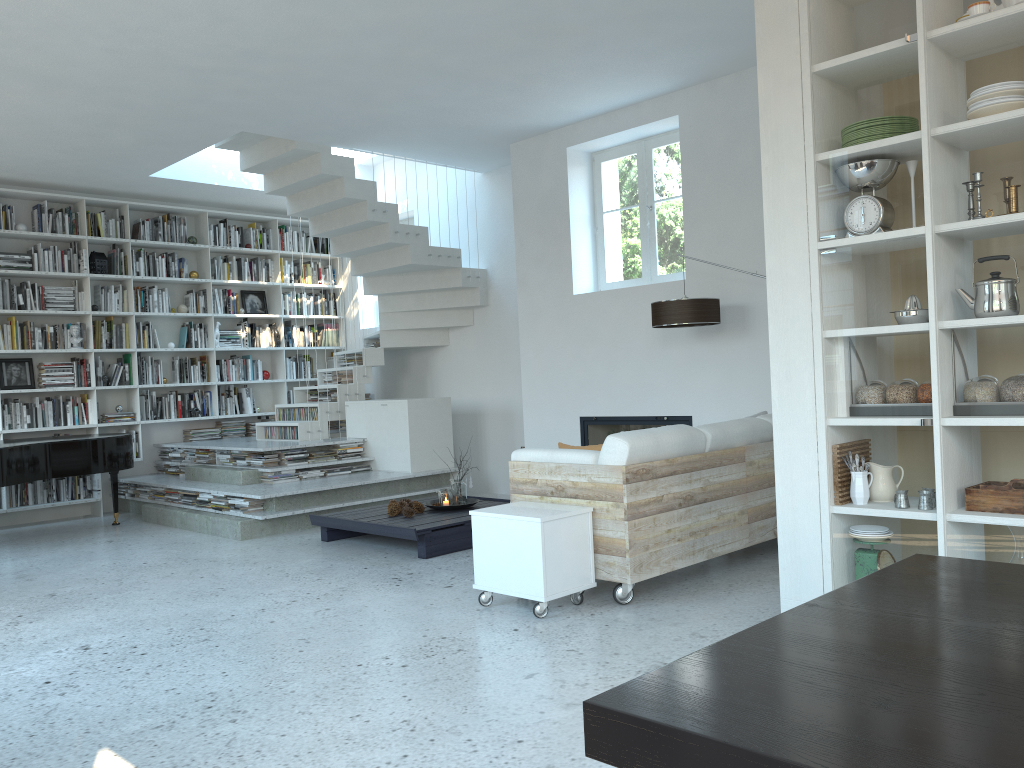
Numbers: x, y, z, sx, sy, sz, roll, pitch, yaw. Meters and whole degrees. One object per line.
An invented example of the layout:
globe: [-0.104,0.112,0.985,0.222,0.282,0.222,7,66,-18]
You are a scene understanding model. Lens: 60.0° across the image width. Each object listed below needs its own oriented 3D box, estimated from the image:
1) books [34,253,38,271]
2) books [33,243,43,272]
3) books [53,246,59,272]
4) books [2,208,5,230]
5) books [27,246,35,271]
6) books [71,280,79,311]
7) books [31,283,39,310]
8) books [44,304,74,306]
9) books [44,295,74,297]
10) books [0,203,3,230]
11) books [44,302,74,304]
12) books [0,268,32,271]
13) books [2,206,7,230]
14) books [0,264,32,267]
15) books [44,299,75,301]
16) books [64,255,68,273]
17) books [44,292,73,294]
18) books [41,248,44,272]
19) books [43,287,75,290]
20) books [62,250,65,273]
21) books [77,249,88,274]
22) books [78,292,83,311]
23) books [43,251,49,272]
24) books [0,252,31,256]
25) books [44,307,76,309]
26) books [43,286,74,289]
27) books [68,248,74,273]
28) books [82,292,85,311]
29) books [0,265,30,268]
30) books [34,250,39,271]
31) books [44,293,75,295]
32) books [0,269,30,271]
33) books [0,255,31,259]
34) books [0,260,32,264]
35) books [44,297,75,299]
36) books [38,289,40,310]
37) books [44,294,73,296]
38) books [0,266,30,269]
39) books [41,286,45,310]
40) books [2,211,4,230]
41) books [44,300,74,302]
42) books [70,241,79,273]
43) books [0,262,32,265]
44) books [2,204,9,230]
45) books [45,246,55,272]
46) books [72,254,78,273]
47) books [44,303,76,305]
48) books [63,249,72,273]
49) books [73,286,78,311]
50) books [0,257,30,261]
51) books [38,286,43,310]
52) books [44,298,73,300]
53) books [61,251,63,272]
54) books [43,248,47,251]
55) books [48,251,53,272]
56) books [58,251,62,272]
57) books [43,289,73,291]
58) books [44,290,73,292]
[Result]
books: [-4.578,-1.146,8.478,0.025,0.187,0.193,-4,1,-45]
books: [-4.542,-1.196,8.499,0.011,0.284,0.190,-4,1,-45]
books: [-4.450,-1.194,8.612,0.023,0.269,0.185,-4,1,-45]
books: [-4.787,-1.525,8.325,0.006,0.233,0.136,-4,1,-45]
books: [-4.596,-1.178,8.468,0.012,0.254,0.161,-4,1,-45]
books: [-4.313,-0.858,8.752,0.012,0.319,0.140,-4,1,-45]
books: [-4.570,-0.820,8.471,0.021,0.269,0.191,-4,1,-45]
books: [-4.429,-0.760,8.635,0.161,0.012,0.254,-3,0,44]
books: [-4.430,-0.845,8.630,0.161,0.012,0.254,-3,0,42]
books: [-4.787,-1.541,8.279,0.011,0.265,0.163,-4,1,-45]
books: [-4.428,-0.784,8.633,0.254,0.012,0.161,-3,0,-43]
books: [-4.706,-1.075,8.364,0.285,0.012,0.159,-3,0,-42]
books: [-4.771,-1.533,8.322,0.014,0.248,0.139,-4,1,-45]
books: [-4.708,-1.112,8.363,0.159,0.012,0.285,-3,0,42]
books: [-4.432,-0.808,8.634,0.285,0.012,0.159,-3,0,-44]
books: [-4.385,-1.156,8.665,0.028,0.188,0.176,-4,1,-45]
books: [-4.429,-0.881,8.627,0.254,0.012,0.161,-3,0,-40]
books: [-4.541,-1.173,8.522,0.021,0.237,0.171,-4,1,-45]
books: [-4.430,-0.919,8.625,0.159,0.012,0.285,-3,0,40]
books: [-4.403,-1.176,8.653,0.012,0.230,0.158,-4,1,-45]
books: [-4.245,-1.188,8.728,0.037,0.237,0.272,-4,1,-45]
books: [-4.293,-0.799,8.765,0.029,0.198,0.172,-4,1,-45]
books: [-4.514,-1.163,8.544,0.027,0.216,0.190,-4,1,-45]
books: [-4.717,-1.214,8.368,0.285,0.024,0.159,-3,0,-45]
books: [-4.428,-0.736,8.636,0.285,0.012,0.159,-3,0,-44]
books: [-4.436,-0.931,8.630,0.285,0.012,0.159,-3,0,-43]
books: [-4.355,-1.195,8.718,0.029,0.261,0.133,-4,1,-45]
books: [-4.277,-0.803,8.790,0.030,0.205,0.158,-4,1,-45]
books: [-4.708,-1.100,8.363,0.161,0.012,0.254,-3,0,42]
books: [-4.582,-1.164,8.516,0.024,0.223,0.128,-4,1,-45]
books: [-4.435,-0.869,8.633,0.159,0.012,0.285,-3,0,44]
books: [-4.704,-1.063,8.363,0.254,0.012,0.161,-3,0,-41]
books: [-4.713,-1.190,8.365,0.285,0.024,0.159,-3,0,-43]
books: [-4.705,-1.141,8.360,0.285,0.024,0.159,-3,0,-40]
books: [-4.429,-0.833,8.630,0.285,0.012,0.159,-3,0,-42]
books: [-4.563,-0.794,8.498,0.024,0.216,0.132,-4,1,-45]
books: [-4.432,-0.857,8.631,0.254,0.012,0.161,-3,0,-43]
books: [-4.704,-1.087,8.361,0.254,0.012,0.161,-3,0,-40]
books: [-4.525,-0.811,8.507,0.013,0.247,0.176,-4,1,-45]
books: [-4.783,-1.506,8.300,0.023,0.195,0.172,-4,1,-45]
books: [-4.429,-0.797,8.633,0.161,0.012,0.254,-3,0,43]
books: [-4.317,-1.233,8.749,0.012,0.334,0.155,-4,1,-45]
books: [-4.710,-1.124,8.365,0.159,0.012,0.285,-3,0,43]
books: [-4.758,-1.542,8.327,0.013,0.264,0.147,-4,1,-45]
books: [-4.483,-1.194,8.608,0.029,0.273,0.140,-4,1,-45]
books: [-4.323,-1.167,8.729,0.029,0.202,0.191,-4,1,-45]
books: [-4.426,-0.772,8.632,0.159,0.012,0.285,-3,0,42]
books: [-4.364,-1.187,8.685,0.032,0.248,0.173,-4,1,-45]
books: [-4.309,-0.826,8.732,0.012,0.254,0.161,-4,1,-45]
books: [-4.708,-1.166,8.362,0.161,0.025,0.254,-3,0,41]
books: [-4.544,-0.809,8.506,0.015,0.245,0.183,-4,1,-45]
books: [-4.432,-0.820,8.634,0.254,0.012,0.161,-3,0,-44]
books: [-4.416,-1.176,8.650,0.010,0.230,0.152,-4,1,-45]
books: [-4.510,-1.178,8.567,0.012,0.244,0.131,-4,1,-45]
books: [-4.488,-1.166,8.574,0.028,0.219,0.183,-4,1,-45]
books: [-4.427,-1.171,8.622,0.023,0.223,0.190,-4,1,-45]
books: [-4.438,-0.907,8.634,0.254,0.012,0.161,-3,0,-45]
books: [-4.434,-0.895,8.631,0.254,0.012,0.161,-3,0,-43]
